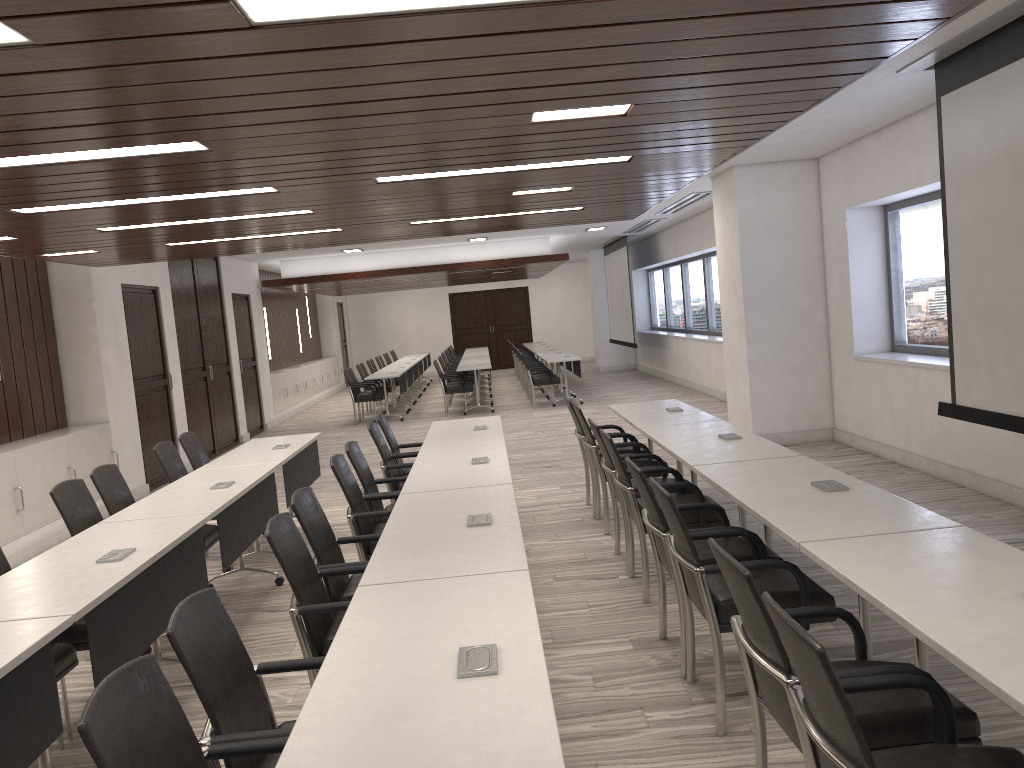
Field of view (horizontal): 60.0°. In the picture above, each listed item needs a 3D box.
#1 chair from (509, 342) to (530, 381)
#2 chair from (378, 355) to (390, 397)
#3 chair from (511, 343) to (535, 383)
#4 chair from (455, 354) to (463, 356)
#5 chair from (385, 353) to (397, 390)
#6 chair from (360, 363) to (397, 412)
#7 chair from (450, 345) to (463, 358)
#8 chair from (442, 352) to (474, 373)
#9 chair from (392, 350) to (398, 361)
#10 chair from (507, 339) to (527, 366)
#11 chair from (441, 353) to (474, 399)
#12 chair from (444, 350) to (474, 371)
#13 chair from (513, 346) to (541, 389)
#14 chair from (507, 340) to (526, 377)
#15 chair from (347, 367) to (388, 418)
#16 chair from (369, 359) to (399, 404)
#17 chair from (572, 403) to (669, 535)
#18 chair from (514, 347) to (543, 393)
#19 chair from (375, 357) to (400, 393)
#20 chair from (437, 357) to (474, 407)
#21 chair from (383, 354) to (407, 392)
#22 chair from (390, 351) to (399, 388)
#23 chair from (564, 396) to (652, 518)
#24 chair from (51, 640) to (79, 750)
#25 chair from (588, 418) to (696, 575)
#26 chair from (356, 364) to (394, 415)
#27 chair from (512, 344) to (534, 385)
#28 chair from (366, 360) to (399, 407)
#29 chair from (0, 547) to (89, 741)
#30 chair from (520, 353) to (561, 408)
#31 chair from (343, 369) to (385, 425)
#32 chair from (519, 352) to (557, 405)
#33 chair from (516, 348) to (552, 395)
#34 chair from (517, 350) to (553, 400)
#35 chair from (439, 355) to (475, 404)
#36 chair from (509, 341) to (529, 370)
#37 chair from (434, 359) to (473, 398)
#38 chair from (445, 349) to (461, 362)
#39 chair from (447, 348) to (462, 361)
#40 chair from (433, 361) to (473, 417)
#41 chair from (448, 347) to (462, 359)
[{"bbox_3d":[0.291,-0.566,21.175,0.638,0.939,0.513,-5,5,-2],"label":"chair"},{"bbox_3d":[-2.662,-0.208,20.101,0.638,0.939,0.513,-5,5,-2],"label":"chair"},{"bbox_3d":[0.342,-0.489,20.180,0.638,0.939,0.513,-5,5,-3],"label":"chair"},{"bbox_3d":[-1.268,-0.586,23.173,0.638,0.939,0.513,-5,5,-2],"label":"chair"},{"bbox_3d":[-2.726,-0.326,21.619,0.638,0.939,0.513,-5,5,-1],"label":"chair"},{"bbox_3d":[-2.564,0.029,17.082,0.638,0.939,0.513,-5,5,-1],"label":"chair"},{"bbox_3d":[-1.234,-0.547,22.657,0.638,0.939,0.513,-5,5,-1],"label":"chair"},{"bbox_3d":[-1.112,-0.229,18.620,0.638,0.939,0.513,-5,5,-1],"label":"chair"},{"bbox_3d":[-2.772,-0.445,23.132,0.638,0.939,0.513,-5,5,-1],"label":"chair"},{"bbox_3d":[0.229,-0.726,23.211,0.638,0.939,0.513,-5,5,-1],"label":"chair"},{"bbox_3d":[-1.091,-0.189,18.105,0.638,0.939,0.513,-5,5,-1],"label":"chair"},{"bbox_3d":[-1.147,-0.308,19.624,0.638,0.939,0.513,-5,5,-2],"label":"chair"},{"bbox_3d":[0.378,-0.369,18.665,0.638,0.939,0.513,-5,5,-1],"label":"chair"},{"bbox_3d":[0.238,-0.685,22.692,0.638,0.939,0.513,-5,5,-1],"label":"chair"},{"bbox_3d":[-2.514,0.149,15.552,0.638,0.939,0.513,-5,5,-2],"label":"chair"},{"bbox_3d":[-2.617,-0.088,18.574,0.638,0.939,0.513,-5,5,-1],"label":"chair"},{"bbox_3d":[0.805,0.579,6.566,0.638,0.939,0.513,-5,5,-1],"label":"chair"},{"bbox_3d":[0.394,-0.328,18.142,0.638,0.939,0.513,-5,5,-1],"label":"chair"},{"bbox_3d":[-2.661,-0.166,19.578,0.638,0.939,0.513,-5,5,-1],"label":"chair"},{"bbox_3d":[-1.031,-0.071,16.590,0.638,0.939,0.513,-5,5,-2],"label":"chair"},{"bbox_3d":[-2.708,-0.285,21.096,0.638,0.939,0.513,-5,5,-2],"label":"chair"},{"bbox_3d":[-2.751,-0.405,22.611,0.638,0.939,0.513,-5,5,-2],"label":"chair"},{"bbox_3d":[0.771,0.539,7.085,0.638,0.939,0.513,-5,5,-1],"label":"chair"},{"bbox_3d":[-2.095,1.098,3.446,0.638,0.939,0.513,-5,5,-1],"label":"chair"},{"bbox_3d":[0.834,0.657,5.574,0.638,0.939,0.513,-5,5,-1],"label":"chair"},{"bbox_3d":[-2.546,0.071,16.551,0.638,0.939,0.513,-5,5,-2],"label":"chair"},{"bbox_3d":[0.353,-0.448,19.656,0.638,0.939,0.513,-5,5,-1],"label":"chair"},{"bbox_3d":[-2.606,-0.047,18.056,0.638,0.939,0.513,-5,5,-1],"label":"chair"},{"bbox_3d":[-2.113,1.057,3.975,0.638,0.939,0.513,-5,5,-2],"label":"chair"},{"bbox_3d":[0.496,-0.090,15.115,0.638,0.939,0.513,-5,5,-1],"label":"chair"},{"bbox_3d":[-2.487,0.189,15.031,0.638,0.939,0.513,-5,5,-1],"label":"chair"},{"bbox_3d":[0.479,-0.131,15.636,0.638,0.939,0.513,-5,5,-2],"label":"chair"},{"bbox_3d":[0.444,-0.252,17.155,0.638,0.939,0.513,-5,5,-2],"label":"chair"},{"bbox_3d":[0.444,-0.209,16.634,0.638,0.939,0.513,-5,5,-1],"label":"chair"},{"bbox_3d":[-1.048,-0.112,17.108,0.638,0.939,0.513,-5,5,-2],"label":"chair"},{"bbox_3d":[0.275,-0.608,21.706,0.638,0.939,0.513,-5,5,-1],"label":"chair"},{"bbox_3d":[-1.012,0.008,15.603,0.638,0.939,0.513,-5,5,-2],"label":"chair"},{"bbox_3d":[-1.155,-0.350,20.147,0.638,0.939,0.513,-5,5,-2],"label":"chair"},{"bbox_3d":[-1.193,-0.428,21.143,0.638,0.939,0.513,-5,5,-1],"label":"chair"},{"bbox_3d":[-0.982,0.048,15.072,0.638,0.939,0.513,-5,5,-2],"label":"chair"},{"bbox_3d":[-1.203,-0.469,21.661,0.638,0.939,0.513,-5,5,-1],"label":"chair"}]
